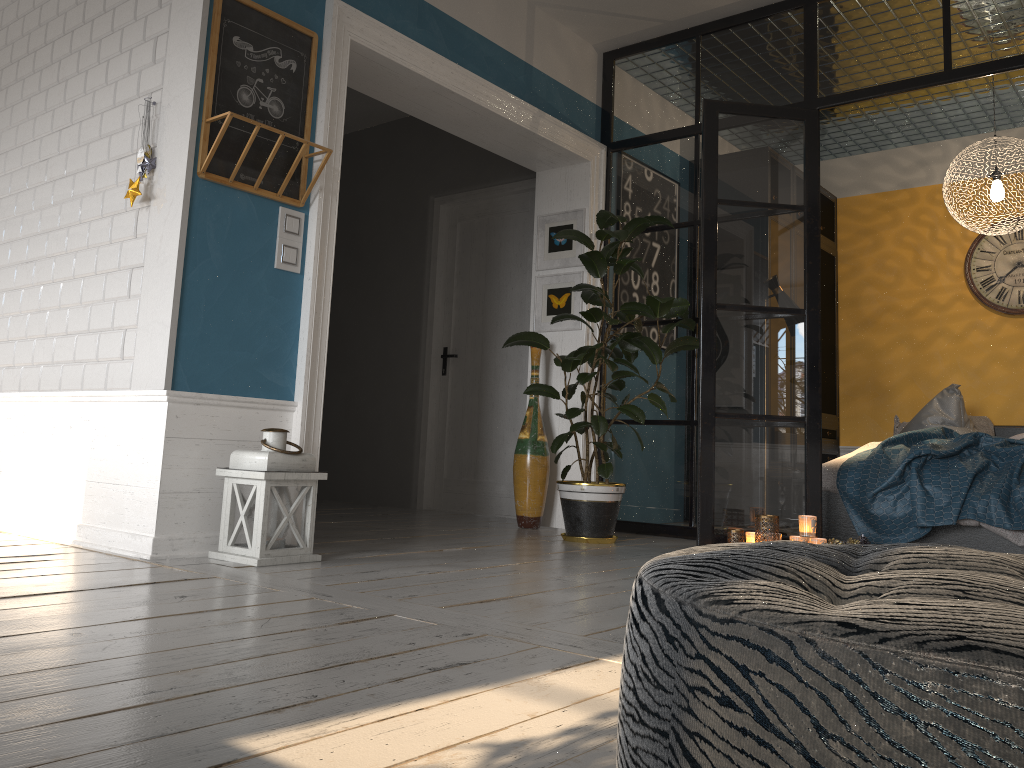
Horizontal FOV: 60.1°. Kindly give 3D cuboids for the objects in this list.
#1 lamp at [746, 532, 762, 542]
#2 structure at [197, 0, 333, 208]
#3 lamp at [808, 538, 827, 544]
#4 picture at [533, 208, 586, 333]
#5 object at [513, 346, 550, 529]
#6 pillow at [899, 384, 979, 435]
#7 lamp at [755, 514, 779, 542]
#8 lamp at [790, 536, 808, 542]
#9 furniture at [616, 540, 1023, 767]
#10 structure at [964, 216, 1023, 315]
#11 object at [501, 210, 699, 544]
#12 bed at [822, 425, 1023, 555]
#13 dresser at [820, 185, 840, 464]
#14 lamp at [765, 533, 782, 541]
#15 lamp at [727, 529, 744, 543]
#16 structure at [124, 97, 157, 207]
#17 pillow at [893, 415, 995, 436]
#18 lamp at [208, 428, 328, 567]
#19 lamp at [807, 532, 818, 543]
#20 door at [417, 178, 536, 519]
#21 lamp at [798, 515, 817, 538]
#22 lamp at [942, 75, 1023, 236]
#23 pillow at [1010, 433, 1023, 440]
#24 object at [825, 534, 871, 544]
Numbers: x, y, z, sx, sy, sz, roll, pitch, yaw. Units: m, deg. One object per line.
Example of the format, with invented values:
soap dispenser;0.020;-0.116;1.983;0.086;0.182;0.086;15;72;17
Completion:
lamp;1.166;0.765;4.257;0.080;0.099;0.080;4;-7;-11
structure;-0.950;-1.147;3.529;0.185;0.782;0.492;-4;-10;38
lamp;1.408;0.762;4.078;0.080;0.099;0.080;4;-7;-11
picture;-0.306;-0.784;4.735;0.358;0.759;1.933;-4;-8;38
object;0.122;0.274;5.188;0.215;1.134;0.214;-3;-10;33
pillow;2.838;0.301;5.897;0.780;0.604;0.496;-3;-9;44
lamp;1.203;0.715;4.175;0.114;0.189;0.114;-3;-9;37
lamp;1.341;0.764;4.140;0.080;0.099;0.080;4;-7;-11
furniture;0.454;0.328;0.712;0.735;0.360;0.730;0;-6;25
structure;3.666;-0.857;6.387;0.725;0.731;0.070;-2;-10;38
object;1.774;-0.102;3.767;3.890;1.811;1.004;-1;-8;38
bed;3.003;0.575;5.168;1.894;0.777;2.308;-2;-6;39
dresser;1.948;-0.292;6.737;0.636;2.641;1.422;-4;-10;38
lamp;1.258;0.769;4.259;0.080;0.099;0.080;4;-7;-11
lamp;1.075;0.757;4.251;0.084;0.111;0.083;1;-7;14
structure;-1.442;-0.902;3.454;0.134;0.452;0.077;-1;-9;26
pillow;3.094;0.434;6.209;0.756;0.459;0.509;2;-6;10
lamp;-0.893;0.404;3.272;0.286;0.482;0.285;-3;-9;37
lamp;1.458;0.781;4.340;0.080;0.107;0.080;-3;-9;38
door;-0.174;-0.254;6.262;1.035;2.328;0.176;-3;-10;38
lamp;1.377;0.664;4.123;0.080;0.099;0.080;4;-7;-11
lamp;3.050;-1.478;5.577;0.616;1.106;0.611;4;-7;-11
pillow;3.385;0.387;5.452;0.593;0.229;0.481;3;-5;-2
object;1.590;0.777;4.188;0.192;0.119;0.712;0;-5;27
